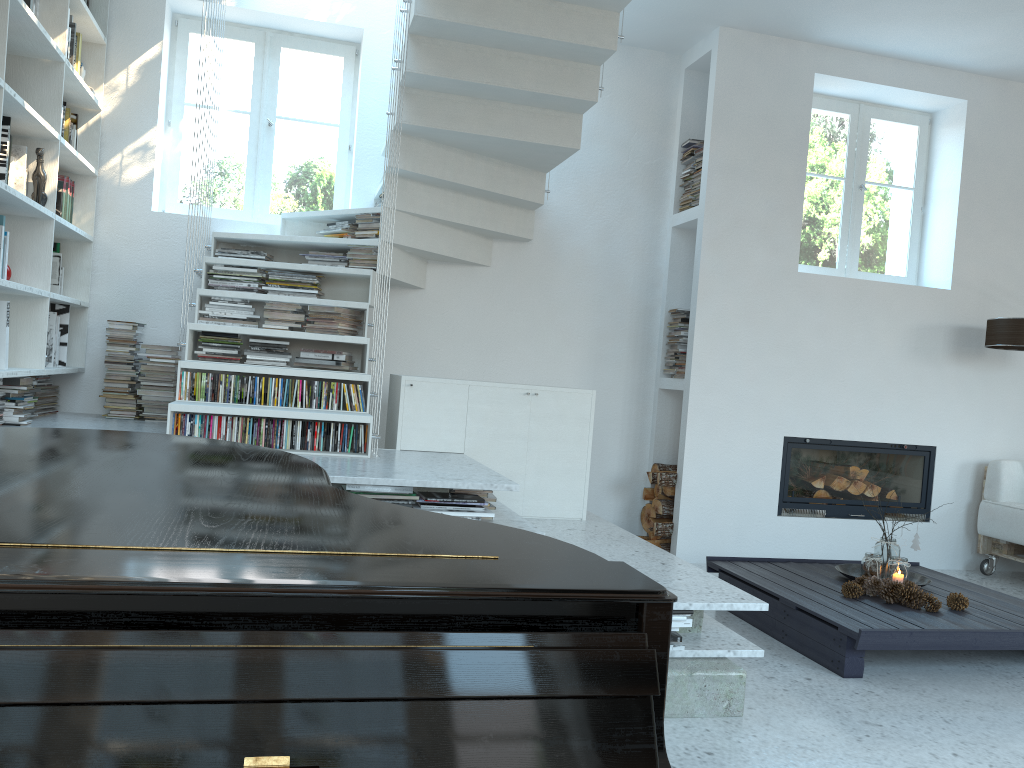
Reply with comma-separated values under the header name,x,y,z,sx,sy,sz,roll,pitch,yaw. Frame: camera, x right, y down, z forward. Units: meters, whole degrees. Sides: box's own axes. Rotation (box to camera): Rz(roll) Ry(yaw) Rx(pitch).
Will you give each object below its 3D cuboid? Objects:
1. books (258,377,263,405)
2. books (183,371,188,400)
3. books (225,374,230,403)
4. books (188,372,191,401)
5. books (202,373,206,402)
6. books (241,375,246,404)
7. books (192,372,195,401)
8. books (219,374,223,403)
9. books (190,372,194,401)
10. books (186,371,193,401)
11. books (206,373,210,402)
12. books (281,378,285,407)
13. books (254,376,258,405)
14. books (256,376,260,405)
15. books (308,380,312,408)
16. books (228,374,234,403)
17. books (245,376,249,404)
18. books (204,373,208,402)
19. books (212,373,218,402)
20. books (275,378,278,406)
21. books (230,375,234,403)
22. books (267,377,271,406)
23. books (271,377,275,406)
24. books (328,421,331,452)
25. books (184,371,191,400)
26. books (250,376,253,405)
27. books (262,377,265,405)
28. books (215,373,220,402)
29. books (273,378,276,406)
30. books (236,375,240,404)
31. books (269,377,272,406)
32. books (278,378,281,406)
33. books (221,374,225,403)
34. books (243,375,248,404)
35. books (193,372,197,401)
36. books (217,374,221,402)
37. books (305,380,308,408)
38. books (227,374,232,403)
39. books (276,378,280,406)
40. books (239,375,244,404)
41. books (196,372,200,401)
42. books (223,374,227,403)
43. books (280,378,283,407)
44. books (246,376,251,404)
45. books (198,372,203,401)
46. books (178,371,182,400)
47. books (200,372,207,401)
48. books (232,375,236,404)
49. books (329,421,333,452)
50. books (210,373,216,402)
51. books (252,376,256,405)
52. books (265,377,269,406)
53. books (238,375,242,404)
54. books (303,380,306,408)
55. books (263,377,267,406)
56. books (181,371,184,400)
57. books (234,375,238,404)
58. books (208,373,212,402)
name,x,y,z,sx,sy,sz,roll,pitch,yaw
books,-1.130,0.030,3.990,0.014,0.125,0.125,4,1,-14
books,-1.439,0.007,3.912,0.009,0.125,0.125,4,1,-14
books,-1.268,0.020,3.955,0.007,0.125,0.125,4,1,-14
books,-1.417,0.008,3.918,0.008,0.125,0.125,4,1,-14
books,-1.359,0.013,3.933,0.007,0.125,0.125,4,1,-14
books,-1.202,0.025,3.972,0.008,0.125,0.125,4,1,-14
books,-1.402,0.009,3.922,0.007,0.125,0.125,4,1,-14
books,-1.292,0.018,3.950,0.007,0.125,0.125,4,1,-14
books,-1.410,0.009,3.920,0.009,0.125,0.125,4,1,-14
books,-1.424,0.008,3.916,0.007,0.125,0.125,4,1,-14
books,-1.345,0.014,3.936,0.007,0.125,0.125,4,1,-14
books,-1.036,0.037,4.014,0.008,0.125,0.125,4,1,-14
books,-1.151,0.028,3.985,0.007,0.125,0.125,4,1,-14
books,-1.142,0.029,3.987,0.010,0.125,0.125,4,1,-14
books,-0.923,0.046,4.042,0.009,0.125,0.125,4,1,-14
books,-1.254,0.021,3.959,0.008,0.125,0.125,4,1,-14
books,-1.189,0.026,3.976,0.008,0.125,0.125,4,1,-14
books,-1.352,0.013,3.934,0.007,0.125,0.125,4,1,-14
books,-1.320,0.016,3.942,0.010,0.125,0.125,4,1,-14
books,-1.065,0.035,4.007,0.008,0.125,0.125,4,1,-14
books,-1.246,0.021,3.961,0.008,0.125,0.125,4,1,-14
books,-1.096,0.033,3.999,0.007,0.125,0.125,4,1,-14
books,-1.079,0.034,4.003,0.008,0.125,0.125,4,1,-14
books,-0.812,0.230,3.925,0.009,0.125,0.125,4,1,-14
books,-1.431,0.007,3.914,0.008,0.125,0.125,4,1,-14
books,-1.168,0.027,3.981,0.010,0.125,0.125,4,1,-14
books,-1.119,0.031,3.993,0.010,0.125,0.125,4,1,-14
books,-1.310,0.016,3.945,0.010,0.125,0.125,4,1,-14
books,-1.071,0.035,4.005,0.008,0.125,0.125,4,1,-14
books,-1.224,0.023,3.967,0.007,0.125,0.125,4,1,-14
books,-1.089,0.033,4.001,0.010,0.125,0.125,4,1,-14
books,-1.051,0.036,4.010,0.008,0.125,0.125,4,1,-14
books,-1.283,0.018,3.952,0.009,0.125,0.125,4,1,-14
books,-1.195,0.025,3.974,0.008,0.125,0.125,4,1,-14
books,-1.395,0.010,3.923,0.008,0.125,0.125,4,1,-14
books,-1.300,0.017,3.947,0.010,0.125,0.125,4,1,-14
books,-0.936,0.045,4.039,0.018,0.125,0.125,4,1,-14
books,-1.261,0.020,3.957,0.008,0.125,0.125,4,1,-14
books,-1.058,0.036,4.009,0.008,0.125,0.125,4,1,-14
books,-1.209,0.024,3.970,0.007,0.125,0.125,4,1,-14
books,-1.386,0.011,3.926,0.010,0.125,0.125,4,1,-14
books,-1.276,0.019,3.953,0.009,0.125,0.125,4,1,-14
books,-1.043,0.037,4.012,0.007,0.125,0.125,4,1,-14
books,-1.178,0.026,3.978,0.012,0.125,0.125,4,1,-14
books,-1.378,0.011,3.928,0.012,0.125,0.125,4,1,-14
books,-1.455,0.005,3.909,0.008,0.125,0.125,4,1,-14
books,-1.367,0.012,3.931,0.008,0.125,0.125,4,1,-14
books,-1.239,0.022,3.963,0.008,0.125,0.125,4,1,-14
books,-0.803,0.231,3.928,0.007,0.125,0.125,4,1,-14
books,-1.330,0.015,3.940,0.008,0.125,0.125,4,1,-14
books,-1.160,0.028,3.983,0.009,0.125,0.125,4,1,-14
books,-1.104,0.032,3.997,0.007,0.125,0.125,4,1,-14
books,-1.216,0.024,3.969,0.007,0.125,0.125,4,1,-14
books,-0.946,0.044,4.037,0.012,0.125,0.125,4,1,-14
books,-1.111,0.031,3.995,0.007,0.125,0.125,4,1,-14
books,-1.447,0.006,3.911,0.008,0.125,0.125,4,1,-14
books,-1.231,0.022,3.965,0.008,0.125,0.125,4,1,-14
books,-1.337,0.014,3.938,0.008,0.125,0.125,4,1,-14
